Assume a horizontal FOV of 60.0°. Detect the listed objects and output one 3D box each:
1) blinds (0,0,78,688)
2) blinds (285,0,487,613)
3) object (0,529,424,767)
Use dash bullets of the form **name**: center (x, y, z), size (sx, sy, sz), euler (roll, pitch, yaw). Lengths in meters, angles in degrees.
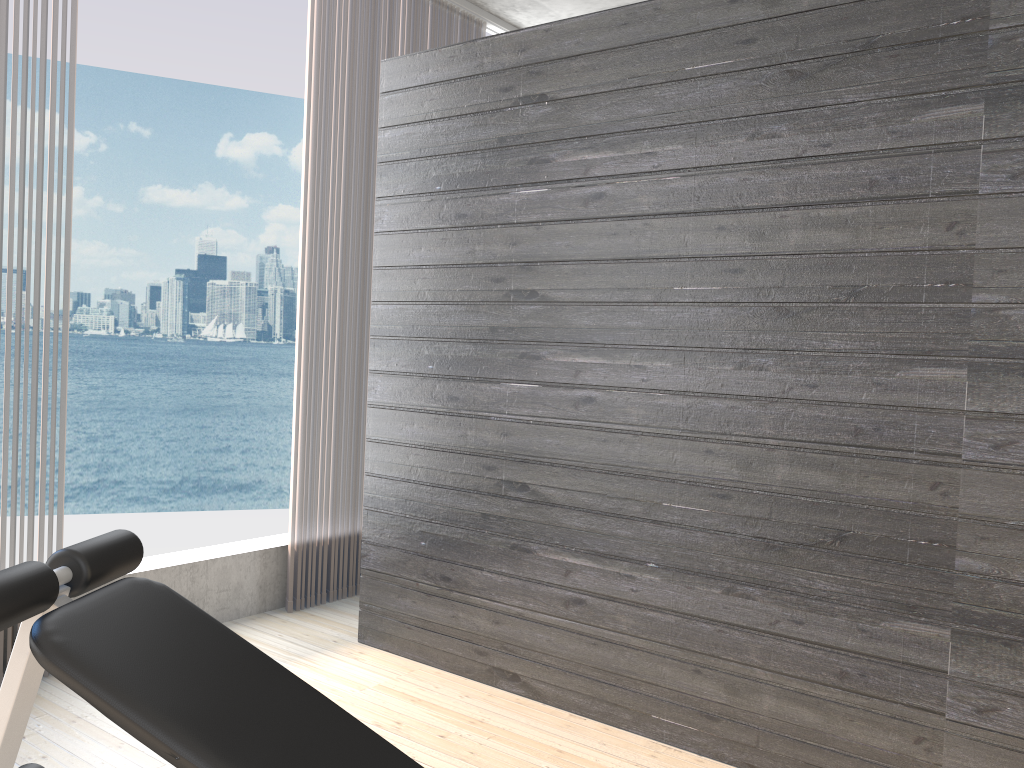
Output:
- **blinds**: center (-1.746, -0.435, 2.404), size (0.069, 2.744, 1.133), euler (4, 3, 37)
- **blinds**: center (-0.533, -0.437, 4.037), size (0.069, 2.744, 1.133), euler (4, 3, 37)
- **object**: center (-0.322, 0.665, 1.382), size (1.312, 0.746, 0.505), euler (3, 2, 6)
